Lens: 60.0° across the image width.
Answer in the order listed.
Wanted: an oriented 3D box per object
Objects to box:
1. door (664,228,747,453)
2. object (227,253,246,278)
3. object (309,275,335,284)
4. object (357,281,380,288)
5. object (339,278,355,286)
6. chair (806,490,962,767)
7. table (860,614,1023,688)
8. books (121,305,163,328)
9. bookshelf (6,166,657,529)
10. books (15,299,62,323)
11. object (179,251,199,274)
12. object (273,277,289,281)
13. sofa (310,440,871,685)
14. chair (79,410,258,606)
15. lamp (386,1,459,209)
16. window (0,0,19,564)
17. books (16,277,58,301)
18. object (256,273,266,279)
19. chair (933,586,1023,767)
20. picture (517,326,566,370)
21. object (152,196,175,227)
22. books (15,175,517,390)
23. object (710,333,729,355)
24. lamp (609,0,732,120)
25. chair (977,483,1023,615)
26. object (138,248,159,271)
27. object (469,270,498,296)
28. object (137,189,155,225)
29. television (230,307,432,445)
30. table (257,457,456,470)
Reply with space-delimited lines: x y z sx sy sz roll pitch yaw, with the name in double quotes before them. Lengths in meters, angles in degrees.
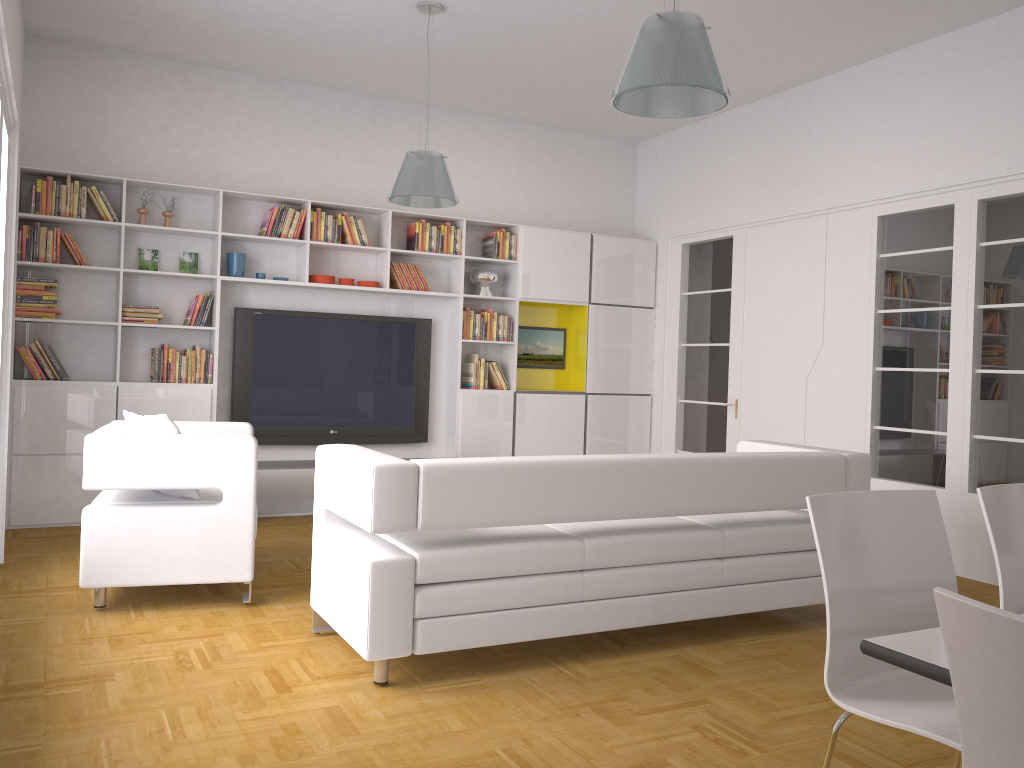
"door" 1.704 -0.096 7.865 0.139 2.454 1.009 2 0 -27
"object" -2.132 -0.909 6.851 0.147 0.192 0.147 2 0 -38
"object" -1.538 -0.836 7.174 0.211 0.073 0.210 3 1 37
"object" -1.188 -0.817 7.334 0.182 0.054 0.183 1 1 -31
"object" -1.357 -0.825 7.268 0.128 0.073 0.129 1 1 -31
"chair" 1.039 0.758 2.105 0.561 0.931 0.575 2 0 -27
"table" 2.007 0.899 1.731 2.410 0.722 1.211 1 1 -27
"books" -2.743 -0.499 6.561 0.283 0.153 0.207 2 1 -27
"bookshelf" -1.111 -0.198 7.437 5.363 2.480 0.389 2 0 -27
"books" -3.336 -0.514 6.253 0.283 0.153 0.207 2 1 -27
"object" -2.481 -0.921 6.804 0.144 0.190 0.052 2 0 -27
"object" -1.828 -0.822 7.010 0.124 0.032 0.123 1 1 -42
"sofa" 0.450 0.724 4.209 2.622 0.849 0.822 1 1 -27
"chair" -1.784 0.592 4.743 0.801 0.911 1.096 2 1 -18
"lamp" -0.545 -1.783 5.650 0.464 1.250 0.464 2 0 -28
"window" -2.137 -0.181 3.468 0.195 2.528 3.351 2 1 -27
"books" -3.345 -0.663 6.246 0.252 0.153 0.207 2 1 -27
"object" -1.966 -0.837 6.938 0.078 0.056 0.078 2 1 -2
"chair" 0.919 0.771 1.183 0.575 0.931 0.561 2 0 -27
"picture" 0.238 -0.337 8.251 0.609 0.388 0.007 2 0 -27
"object" -2.622 -1.285 6.650 0.179 0.260 0.119 2 0 -7
"books" -1.736 -0.712 7.065 3.861 1.455 0.235 1 0 -27
"object" 2.312 0.147 8.695 0.885 2.005 0.589 2 0 -7
"lamp" 0.626 -1.699 3.393 0.464 1.250 0.464 2 0 -28
"chair" 1.625 0.772 2.409 0.561 0.931 0.575 2 0 -27
"object" -2.737 -0.927 6.671 0.144 0.190 0.052 2 0 -27
"object" -0.251 -0.882 7.837 0.256 0.239 0.257 2 1 -20
"object" -2.720 -1.296 6.579 0.120 0.279 0.179 2 0 -22
"television" -1.462 -0.039 7.330 1.659 1.088 0.082 2 0 -27
"table" -1.268 0.830 6.927 1.972 0.435 0.437 1 1 -27
